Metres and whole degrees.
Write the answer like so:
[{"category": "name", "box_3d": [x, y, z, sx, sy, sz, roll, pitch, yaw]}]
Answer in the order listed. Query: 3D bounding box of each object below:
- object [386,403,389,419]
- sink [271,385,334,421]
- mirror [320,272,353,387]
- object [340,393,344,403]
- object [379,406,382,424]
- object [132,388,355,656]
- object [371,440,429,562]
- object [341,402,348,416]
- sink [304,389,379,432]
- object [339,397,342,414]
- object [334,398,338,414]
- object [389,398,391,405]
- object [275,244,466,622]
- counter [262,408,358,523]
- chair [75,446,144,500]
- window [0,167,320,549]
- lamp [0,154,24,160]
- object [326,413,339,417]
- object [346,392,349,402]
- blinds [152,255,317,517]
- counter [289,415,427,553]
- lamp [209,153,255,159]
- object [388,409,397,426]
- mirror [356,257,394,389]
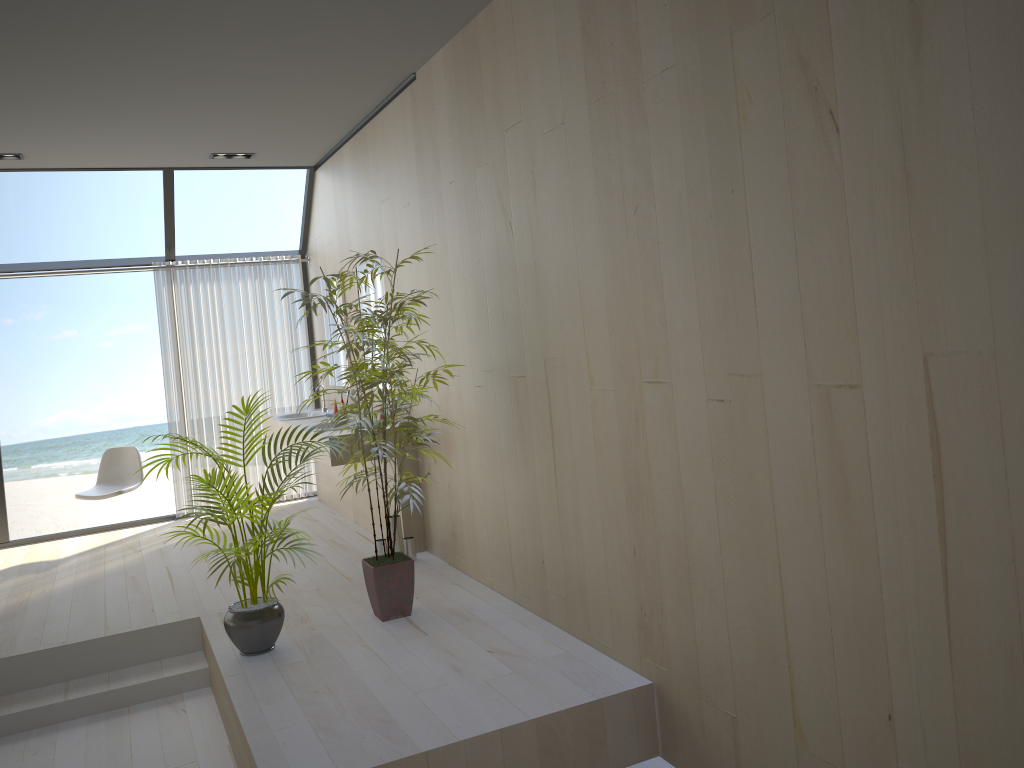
[{"category": "object", "box_3d": [-0.799, 0.188, 5.664, 0.039, 0.135, 0.039, -5, 1, 17]}, {"category": "sink", "box_3d": [-1.613, 0.231, 6.887, 0.505, 0.419, 0.573, -6, 3, -21]}, {"category": "mirror", "box_3d": [-1.385, -0.418, 6.961, 0.023, 0.868, 0.652, -5, 1, -25]}, {"category": "object", "box_3d": [-1.255, 0.148, 6.556, 0.012, 0.178, 0.050, -5, 0, 15]}, {"category": "object", "box_3d": [-0.820, 0.197, 5.552, 0.039, 0.135, 0.039, -5, 1, 17]}, {"category": "object", "box_3d": [-1.219, 0.598, 3.881, 0.915, 1.156, 0.752, -5, 1, 9]}, {"category": "object", "box_3d": [-0.626, 0.679, 5.224, 0.408, 0.749, 0.273, -6, 1, -37]}, {"category": "object", "box_3d": [-1.243, 0.188, 6.585, 0.059, 0.100, 0.058, -6, 1, -18]}, {"category": "sink", "box_3d": [-1.107, 0.254, 5.792, 0.505, 0.419, 0.573, -6, 3, -21]}, {"category": "object", "box_3d": [-1.304, 0.165, 6.758, 0.039, 0.135, 0.039, -5, 1, 24]}, {"category": "object", "box_3d": [-1.325, 0.174, 6.646, 0.039, 0.135, 0.039, -5, 1, 24]}, {"category": "object", "box_3d": [-0.749, 0.171, 5.462, 0.012, 0.178, 0.050, -5, 0, 15]}, {"category": "object", "box_3d": [-0.587, 0.229, 4.232, 0.787, 1.756, 0.936, -5, 1, 0]}, {"category": "counter", "box_3d": [-1.546, 0.637, 6.939, 0.552, 0.790, 1.204, -6, 3, -25]}, {"category": "chair", "box_3d": [-3.008, 0.671, 6.638, 0.369, 0.347, 0.455, -5, 2, 4]}, {"category": "window", "box_3d": [-3.684, -0.172, 6.532, 4.571, 2.812, 0.744, -7, 1, -25]}, {"category": "lamp", "box_3d": [-3.412, -1.554, 5.853, 0.301, 0.112, 0.164, -7, 3, -25]}, {"category": "object", "box_3d": [-1.332, 0.229, 6.567, 0.104, 0.029, 0.033, -4, 2, 15]}, {"category": "object", "box_3d": [-1.231, 0.145, 6.585, 0.054, 0.175, 0.012, -5, 0, 0]}, {"category": "blinds", "box_3d": [-2.271, -0.015, 7.389, 1.185, 2.070, 0.084, -6, 0, -25]}, {"category": "counter", "box_3d": [-1.040, 0.661, 5.845, 0.552, 0.790, 1.204, -6, 3, -25]}, {"category": "lamp", "box_3d": [-2.056, -1.720, 6.484, 0.301, 0.112, 0.164, -7, 3, -25]}, {"category": "object", "box_3d": [-0.738, 0.211, 5.491, 0.058, 0.100, 0.058, -6, 1, -14]}, {"category": "mirror", "box_3d": [-0.926, -0.401, 6.033, 0.023, 0.868, 0.652, -5, 1, -25]}]
